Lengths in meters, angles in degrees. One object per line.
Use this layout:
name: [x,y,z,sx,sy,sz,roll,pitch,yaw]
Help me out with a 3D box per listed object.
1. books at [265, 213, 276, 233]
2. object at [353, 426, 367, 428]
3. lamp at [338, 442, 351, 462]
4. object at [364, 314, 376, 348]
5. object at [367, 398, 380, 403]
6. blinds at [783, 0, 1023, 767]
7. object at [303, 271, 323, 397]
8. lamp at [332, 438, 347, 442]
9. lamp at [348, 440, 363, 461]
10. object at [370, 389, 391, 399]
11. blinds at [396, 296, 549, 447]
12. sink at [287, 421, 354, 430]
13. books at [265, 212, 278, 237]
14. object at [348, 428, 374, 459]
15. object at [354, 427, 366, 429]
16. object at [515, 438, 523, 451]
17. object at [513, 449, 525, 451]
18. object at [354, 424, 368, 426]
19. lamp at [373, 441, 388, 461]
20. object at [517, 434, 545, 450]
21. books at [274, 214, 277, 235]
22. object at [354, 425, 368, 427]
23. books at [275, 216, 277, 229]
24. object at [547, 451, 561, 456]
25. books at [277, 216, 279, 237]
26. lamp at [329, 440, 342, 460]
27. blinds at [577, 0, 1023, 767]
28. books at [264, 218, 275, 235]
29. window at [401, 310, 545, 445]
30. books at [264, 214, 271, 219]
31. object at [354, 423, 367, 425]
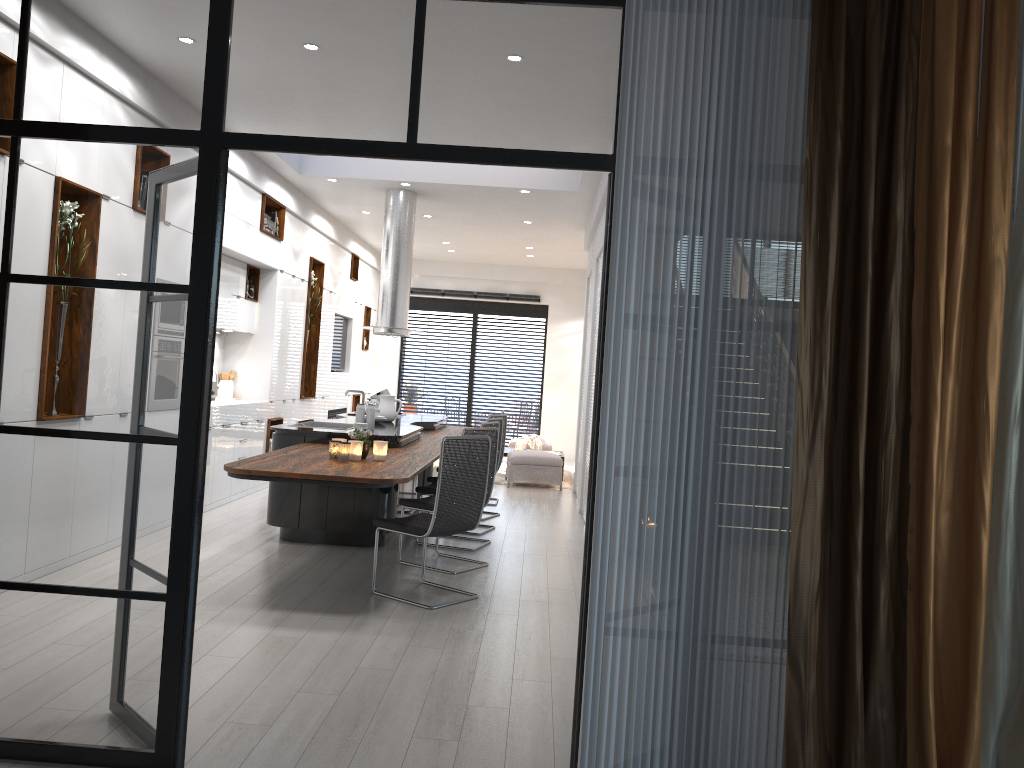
books: [-2.622,-1.694,9.456,0.197,0.268,0.026,4,-1,2]
object: [-1.202,0.349,7.034,0.111,0.023,0.111,4,0,14]
lamp: [-1.055,0.428,5.574,0.078,0.120,0.078,4,-1,-15]
object: [-2.408,-0.885,14.589,0.480,0.626,0.315,4,-1,-7]
object: [-1.439,0.239,9.739,0.266,0.147,0.252,4,0,45]
blinds: [1.209,-0.072,2.547,0.811,3.046,0.254,4,-1,2]
object: [-2.606,-0.642,11.167,0.322,1.615,0.322,3,-1,28]
lamp: [-1.123,0.419,5.747,0.095,0.124,0.095,4,-1,19]
lamp: [-1.003,0.427,5.672,0.095,0.124,0.095,4,-1,-5]
object: [-1.441,0.153,9.737,0.249,0.212,0.256,4,0,37]
blinds: [-0.718,-0.133,15.836,2.585,2.721,0.358,4,-1,2]
sink: [-1.546,0.419,7.441,0.485,0.153,0.738,4,0,2]
books: [-2.631,-1.704,9.540,0.253,0.312,0.030,4,-1,2]
object: [-0.989,0.386,5.810,0.151,0.206,0.157,4,-1,19]
object: [-1.203,0.355,7.033,0.111,0.023,0.111,4,0,14]
object: [0.105,0.865,12.542,0.110,0.183,0.119,4,-1,7]
object: [0.141,0.944,12.728,0.333,0.030,0.583,4,1,-35]
object: [-1.201,0.336,7.034,0.111,0.023,0.111,4,0,14]
lamp: [-0.860,0.436,5.782,0.095,0.124,0.095,3,-1,35]
object: [0.307,0.954,13.815,0.418,0.355,0.760,4,0,10]
books: [-2.623,-1.693,9.482,0.194,0.273,0.025,4,-1,2]
object: [-1.202,0.342,7.034,0.111,0.023,0.111,4,0,14]
books: [-2.640,-1.701,9.510,0.217,0.272,0.030,4,-1,2]
object: [0.587,0.973,12.530,0.281,0.032,0.533,4,0,15]
books: [-2.625,-1.699,9.619,0.210,0.267,0.026,4,-1,2]
lamp: [-1.125,0.423,5.641,0.078,0.120,0.078,4,-1,-15]
blinds: [0.927,-0.085,2.657,1.301,3.070,0.052,4,-1,2]
books: [-2.647,-1.648,9.243,0.279,0.137,0.345,4,0,-3]
window: [2.392,-1.199,16.104,8.566,5.063,0.462,4,-1,0]
books: [-2.663,-1.742,9.225,0.250,0.047,0.307,4,0,-2]
object: [-1.200,0.323,7.034,0.111,0.023,0.111,4,0,14]
